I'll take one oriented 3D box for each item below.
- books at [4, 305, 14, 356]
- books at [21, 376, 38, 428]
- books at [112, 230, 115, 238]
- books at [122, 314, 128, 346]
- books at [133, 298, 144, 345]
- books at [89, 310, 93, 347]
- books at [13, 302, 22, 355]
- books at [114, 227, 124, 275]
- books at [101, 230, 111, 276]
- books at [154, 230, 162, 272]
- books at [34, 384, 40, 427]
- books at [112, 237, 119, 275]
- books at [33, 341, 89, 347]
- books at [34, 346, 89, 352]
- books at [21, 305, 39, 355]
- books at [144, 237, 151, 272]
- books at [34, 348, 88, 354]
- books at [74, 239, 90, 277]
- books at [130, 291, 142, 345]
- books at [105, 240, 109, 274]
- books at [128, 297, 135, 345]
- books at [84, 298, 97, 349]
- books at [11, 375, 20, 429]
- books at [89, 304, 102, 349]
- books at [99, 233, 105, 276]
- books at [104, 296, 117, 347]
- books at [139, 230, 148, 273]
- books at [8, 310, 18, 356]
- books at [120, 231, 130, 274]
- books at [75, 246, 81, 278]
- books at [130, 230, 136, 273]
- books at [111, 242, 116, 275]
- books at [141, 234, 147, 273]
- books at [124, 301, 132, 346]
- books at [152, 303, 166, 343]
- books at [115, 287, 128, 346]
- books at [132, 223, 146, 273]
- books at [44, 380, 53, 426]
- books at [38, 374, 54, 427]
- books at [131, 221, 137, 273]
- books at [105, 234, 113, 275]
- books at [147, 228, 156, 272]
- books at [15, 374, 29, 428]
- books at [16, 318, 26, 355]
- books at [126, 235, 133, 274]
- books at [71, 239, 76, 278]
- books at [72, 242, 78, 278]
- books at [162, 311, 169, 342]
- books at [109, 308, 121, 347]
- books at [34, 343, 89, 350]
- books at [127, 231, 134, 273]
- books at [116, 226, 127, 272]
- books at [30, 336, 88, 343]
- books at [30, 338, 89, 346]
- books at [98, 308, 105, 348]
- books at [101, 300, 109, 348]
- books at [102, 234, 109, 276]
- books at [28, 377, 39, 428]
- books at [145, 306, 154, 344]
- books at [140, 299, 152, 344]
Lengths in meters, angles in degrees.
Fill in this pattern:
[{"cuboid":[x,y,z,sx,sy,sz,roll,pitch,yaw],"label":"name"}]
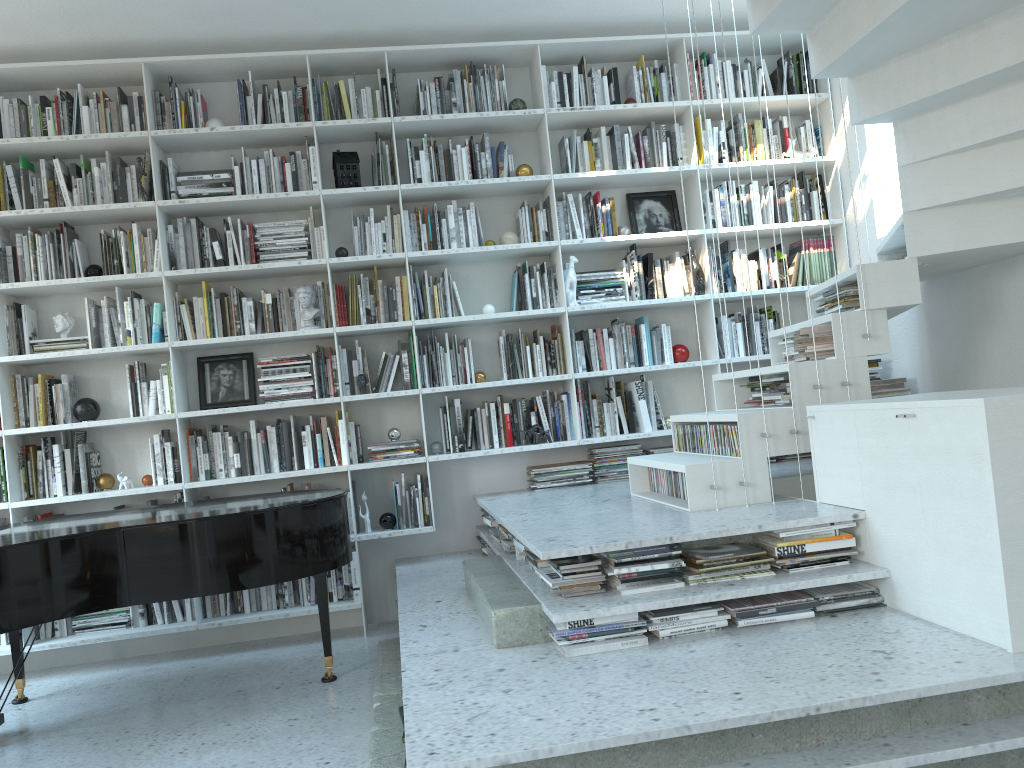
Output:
[{"cuboid":[-2.624,-0.266,4.675,0.012,0.285,0.159,-6,-1,-8],"label":"books"},{"cuboid":[-2.530,0.098,4.671,0.026,0.275,0.154,-6,-1,-8],"label":"books"},{"cuboid":[-2.107,-0.680,4.762,0.009,0.266,0.149,-6,-1,-8],"label":"books"},{"cuboid":[-2.052,-0.275,4.758,0.025,0.189,0.140,-6,-1,-8],"label":"books"},{"cuboid":[-1.979,-0.319,4.750,0.023,0.259,0.170,-6,-1,-8],"label":"books"},{"cuboid":[-2.215,-0.281,4.729,0.010,0.232,0.154,-6,-1,-8],"label":"books"},{"cuboid":[-2.592,-0.276,4.691,0.011,0.298,0.135,-6,-1,-8],"label":"books"},{"cuboid":[-2.093,-0.686,4.754,0.005,0.275,0.157,-6,-1,-8],"label":"books"},{"cuboid":[-2.166,-0.679,4.759,0.012,0.276,0.129,-6,-1,-8],"label":"books"},{"cuboid":[-1.875,-0.688,4.757,0.064,0.237,0.209,-6,-1,-8],"label":"books"},{"cuboid":[-2.467,0.115,4.676,0.025,0.228,0.153,-6,-1,-8],"label":"books"},{"cuboid":[-2.092,-0.657,4.731,0.006,0.216,0.181,-6,-1,-8],"label":"books"},{"cuboid":[-2.373,-0.204,4.701,0.254,0.012,0.161,-6,-2,-11],"label":"books"},{"cuboid":[-2.370,-0.180,4.698,0.254,0.012,0.161,-6,-2,-12],"label":"books"},{"cuboid":[-2.540,-0.271,4.682,0.021,0.278,0.136,-6,-1,-8],"label":"books"},{"cuboid":[-1.944,-0.670,4.778,0.024,0.216,0.142,-6,-1,-8],"label":"books"},{"cuboid":[-2.370,-0.167,4.706,0.254,0.012,0.161,-6,-2,-8],"label":"books"},{"cuboid":[-2.281,-0.644,4.728,0.031,0.232,0.148,-6,-1,-8],"label":"books"},{"cuboid":[-1.998,-0.338,4.747,0.011,0.300,0.178,-6,-1,-8],"label":"books"},{"cuboid":[-2.140,-0.651,4.752,0.013,0.216,0.149,-6,-1,-8],"label":"books"},{"cuboid":[-2.007,-0.319,4.736,0.012,0.265,0.193,-6,-1,-8],"label":"books"},{"cuboid":[-2.227,-0.307,4.715,0.012,0.285,0.159,-6,-1,-8],"label":"books"},{"cuboid":[-2.586,0.099,4.668,0.012,0.285,0.159,-6,-1,-8],"label":"books"},{"cuboid":[-2.194,-0.291,4.714,0.030,0.247,0.174,-6,-1,-8],"label":"books"},{"cuboid":[-2.172,-0.667,4.750,0.005,0.254,0.161,-6,-1,-8],"label":"books"},{"cuboid":[-2.130,-0.317,4.726,0.012,0.286,0.167,-6,-1,-8],"label":"books"},{"cuboid":[-1.973,-0.688,4.771,0.010,0.257,0.140,-6,-1,-8],"label":"books"},{"cuboid":[-2.605,-0.255,4.671,0.024,0.257,0.134,-6,-1,-8],"label":"books"},{"cuboid":[-2.047,-0.676,4.736,0.013,0.243,0.189,-6,-1,-8],"label":"books"},{"cuboid":[-2.297,-0.631,4.733,0.004,0.209,0.132,-6,-1,-8],"label":"books"},{"cuboid":[-2.009,-0.683,4.759,0.006,0.253,0.180,-6,-1,-8],"label":"books"},{"cuboid":[-2.112,-0.646,4.752,0.011,0.200,0.162,-6,-1,-8],"label":"books"},{"cuboid":[-1.961,-0.675,4.776,0.011,0.229,0.166,-6,-1,-8],"label":"books"},{"cuboid":[-2.027,-0.308,4.743,0.028,0.247,0.170,-6,-1,-8],"label":"books"},{"cuboid":[-1.889,-0.312,4.759,0.060,0.227,0.179,-6,-1,-8],"label":"books"},{"cuboid":[-2.075,-0.344,4.742,0.010,0.329,0.173,-6,-1,-8],"label":"books"},{"cuboid":[-1.989,-0.700,4.762,0.022,0.284,0.190,-6,-1,-8],"label":"books"},{"cuboid":[-2.422,0.103,4.682,0.014,0.244,0.153,-6,-1,-8],"label":"books"},{"cuboid":[-2.441,0.089,4.659,0.026,0.274,0.190,-6,-1,-8],"label":"books"},{"cuboid":[-2.006,-0.709,4.763,0.006,0.303,0.165,-6,-1,-8],"label":"books"},{"cuboid":[-2.128,-0.664,4.727,0.005,0.236,0.178,-6,-1,-8],"label":"books"},{"cuboid":[-1.922,-0.693,4.772,0.022,0.257,0.155,-6,-1,-8],"label":"books"},{"cuboid":[-2.555,0.096,4.663,0.025,0.284,0.145,-6,-1,-8],"label":"books"},{"cuboid":[-2.564,-0.235,4.683,0.034,0.209,0.136,-6,-1,-8],"label":"books"},{"cuboid":[-2.040,-0.671,4.774,0.011,0.236,0.130,-6,-1,-8],"label":"books"},{"cuboid":[-2.318,-0.643,4.739,0.009,0.236,0.134,-6,-1,-8],"label":"books"},{"cuboid":[-2.306,-0.635,4.734,0.012,0.218,0.151,-6,-1,-8],"label":"books"},{"cuboid":[-1.846,-0.292,4.783,0.027,0.181,0.142,-6,-1,-8],"label":"books"},{"cuboid":[-2.099,-0.289,4.746,0.048,0.224,0.149,-6,-1,-8],"label":"books"},{"cuboid":[-2.371,-0.192,4.696,0.254,0.012,0.161,-6,-2,-13],"label":"books"},{"cuboid":[-2.026,-0.682,4.764,0.017,0.253,0.139,-6,-1,-8],"label":"books"},{"cuboid":[-2.076,-0.694,4.767,0.033,0.287,0.155,-6,-1,-8],"label":"books"},{"cuboid":[-2.375,-0.228,4.698,0.285,0.012,0.159,-6,-2,-12],"label":"books"},{"cuboid":[-2.374,-0.216,4.703,0.285,0.012,0.159,-6,-2,-6],"label":"books"},{"cuboid":[-2.170,-0.282,4.746,0.024,0.227,0.137,-6,-1,-8],"label":"books"},{"cuboid":[-2.147,-0.305,4.735,0.022,0.267,0.151,-6,-1,-8],"label":"books"},{"cuboid":[-2.148,-0.663,4.734,0.005,0.240,0.173,-6,-1,-8],"label":"books"},{"cuboid":[-2.498,0.101,4.668,0.036,0.263,0.166,-6,-1,-8],"label":"books"},{"cuboid":[-1.934,-0.302,4.776,0.026,0.219,0.150,-6,-1,-8],"label":"books"},{"cuboid":[-1.960,-0.318,4.773,0.022,0.256,0.152,-6,-1,-8],"label":"books"}]
